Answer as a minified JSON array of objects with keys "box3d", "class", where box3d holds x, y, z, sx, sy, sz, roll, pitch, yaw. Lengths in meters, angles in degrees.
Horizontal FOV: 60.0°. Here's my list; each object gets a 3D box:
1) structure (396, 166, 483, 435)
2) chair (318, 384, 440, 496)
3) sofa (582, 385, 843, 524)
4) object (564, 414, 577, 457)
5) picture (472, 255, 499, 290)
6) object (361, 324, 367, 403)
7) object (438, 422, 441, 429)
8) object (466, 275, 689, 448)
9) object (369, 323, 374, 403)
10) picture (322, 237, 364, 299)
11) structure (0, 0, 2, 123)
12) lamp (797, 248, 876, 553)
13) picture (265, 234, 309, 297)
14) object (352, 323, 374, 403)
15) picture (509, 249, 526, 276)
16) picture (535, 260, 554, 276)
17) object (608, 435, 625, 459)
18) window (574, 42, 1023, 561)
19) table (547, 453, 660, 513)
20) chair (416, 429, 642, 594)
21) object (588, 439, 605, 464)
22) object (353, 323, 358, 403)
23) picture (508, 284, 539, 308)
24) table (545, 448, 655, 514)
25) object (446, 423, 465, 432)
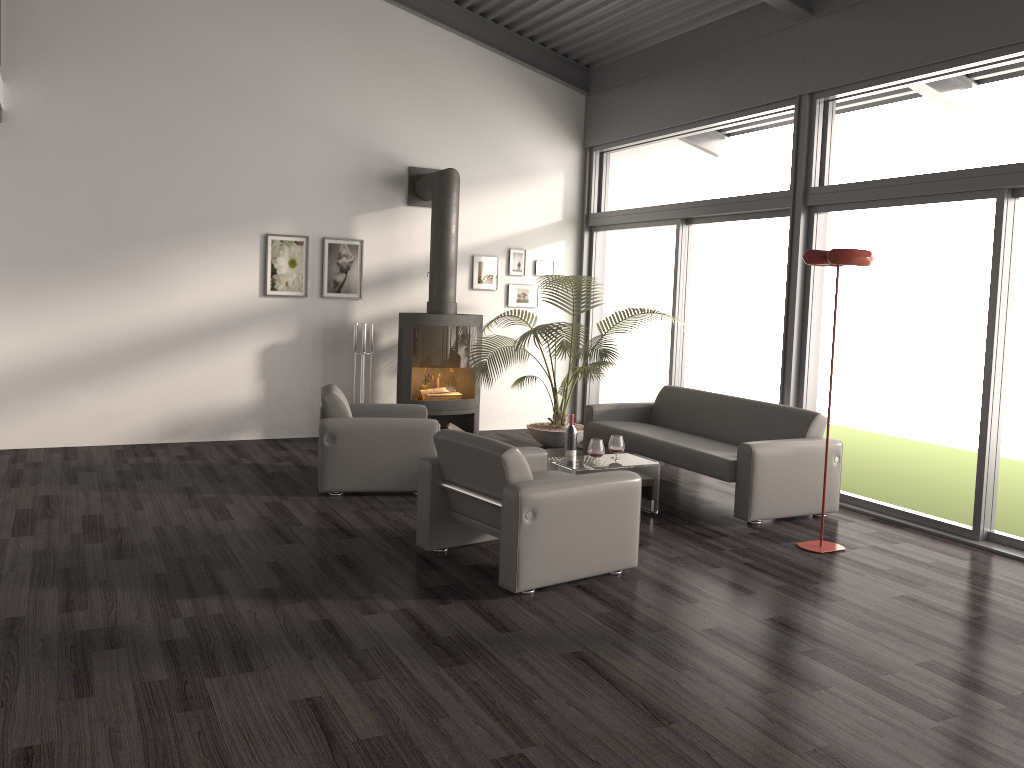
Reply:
[{"box3d":[-0.829,-0.810,8.812,0.818,2.668,1.119,0,4,-27],"class":"structure"},{"box3d":[-0.987,0.385,6.669,0.910,0.715,0.966,1,5,-12],"class":"chair"},{"box3d":[1.424,0.458,6.864,0.902,0.715,2.121,0,6,-27],"class":"sofa"},{"box3d":[0.418,0.399,6.308,0.093,0.369,0.093,0,4,-28],"class":"object"},{"box3d":[-0.275,-1.158,9.244,0.288,0.351,0.015,0,4,-27],"class":"picture"},{"box3d":[-1.340,-0.051,8.272,0.167,1.017,0.078,4,4,25],"class":"object"},{"box3d":[-0.828,0.457,8.528,0.306,0.191,0.104,0,5,-25],"class":"object"},{"box3d":[0.425,-0.215,8.416,1.718,1.662,2.125,-1,6,-32],"class":"object"},{"box3d":[-1.344,-0.050,8.419,0.075,1.050,0.145,4,4,24],"class":"object"},{"box3d":[-1.633,-1.113,8.557,0.394,0.576,0.026,0,4,-27],"class":"picture"},{"box3d":[-3.367,-1.184,4.564,1.000,4.083,6.361,0,6,-27],"class":"structure"},{"box3d":[1.900,0.095,5.296,0.365,1.784,0.354,0,4,-27],"class":"lamp"},{"box3d":[-2.110,-1.108,8.315,0.394,0.576,0.026,0,4,-27],"class":"picture"},{"box3d":[-1.416,-0.012,8.379,0.401,1.123,0.401,4,4,22],"class":"object"},{"box3d":[0.060,-1.291,9.403,0.191,0.279,0.015,0,4,-27],"class":"picture"},{"box3d":[0.354,-1.248,9.556,0.221,0.165,0.015,0,4,-27],"class":"picture"},{"box3d":[0.724,0.436,6.137,0.116,0.155,0.116,-1,6,-36],"class":"object"},{"box3d":[3.087,-0.723,5.536,0.385,3.462,9.775,0,6,-27],"class":"window"},{"box3d":[0.606,0.691,6.034,0.680,0.341,0.401,-1,6,-27],"class":"table"},{"box3d":[0.105,0.613,4.851,0.910,0.715,0.966,-2,6,-37],"class":"chair"},{"box3d":[0.565,0.450,5.942,0.116,0.155,0.116,1,5,-18],"class":"object"},{"box3d":[-1.492,-0.081,8.324,0.042,0.981,0.116,5,5,38],"class":"object"},{"box3d":[0.122,-0.942,9.463,0.359,0.244,0.015,0,4,-27],"class":"picture"},{"box3d":[0.424,0.702,6.393,0.600,0.249,1.204,-1,6,-27],"class":"table"},{"box3d":[-0.521,0.462,8.619,0.254,0.186,0.072,0,5,-26],"class":"object"}]
